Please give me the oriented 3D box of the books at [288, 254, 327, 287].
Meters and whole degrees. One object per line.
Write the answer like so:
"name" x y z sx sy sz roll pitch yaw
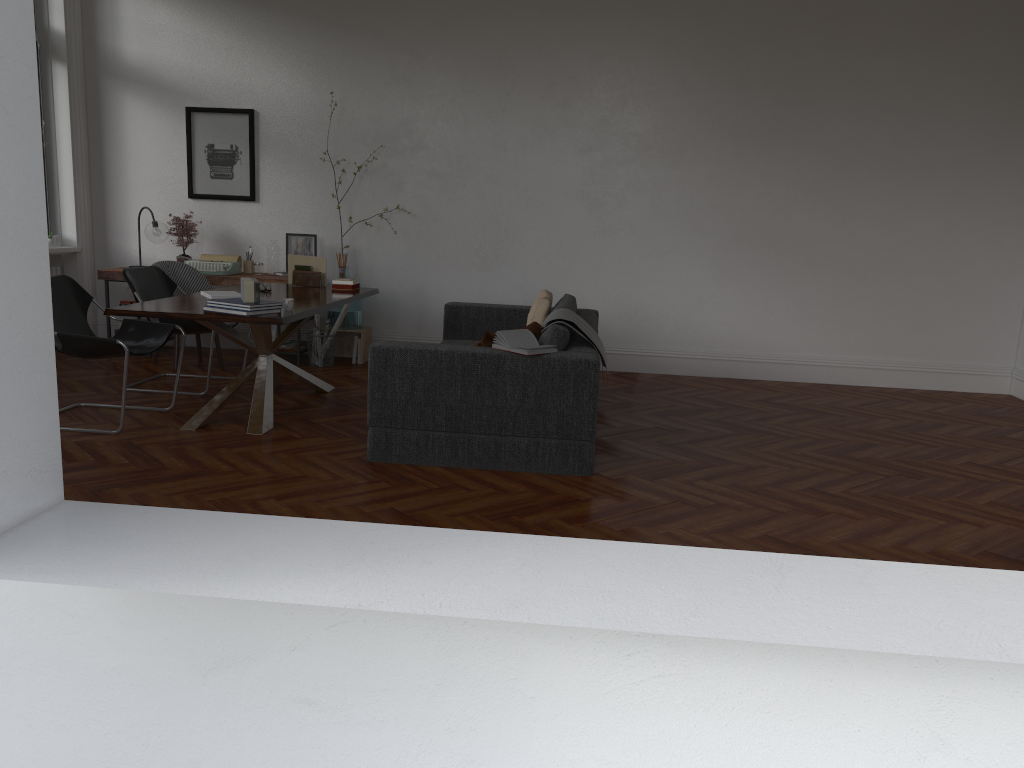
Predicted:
"books" -1.598 -0.886 6.928 0.310 0.240 0.042 3 12 4

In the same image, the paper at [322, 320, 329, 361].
"paper" -1.662 -0.368 7.850 0.026 0.390 0.125 9 13 27

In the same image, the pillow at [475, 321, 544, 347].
"pillow" -0.061 -0.157 5.073 0.329 0.398 0.469 13 15 41

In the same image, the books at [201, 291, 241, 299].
"books" -1.907 -0.587 5.857 0.231 0.026 0.324 -4 12 -30

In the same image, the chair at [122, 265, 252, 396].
"chair" -2.414 -0.415 6.590 0.745 0.876 0.749 4 11 5

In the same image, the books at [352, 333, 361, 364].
"books" -1.395 -0.319 8.018 0.054 0.259 0.187 4 11 5

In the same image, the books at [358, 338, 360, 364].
"books" -1.366 -0.304 8.010 0.012 0.233 0.169 4 11 5

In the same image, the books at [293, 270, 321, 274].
"books" -1.586 -0.813 6.852 0.221 0.125 0.028 3 12 5

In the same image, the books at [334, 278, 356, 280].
"books" -1.289 -0.812 6.843 0.128 0.008 0.158 4 11 6

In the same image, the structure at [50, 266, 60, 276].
"structure" -4.319 -0.585 7.578 0.225 0.781 1.447 4 11 5

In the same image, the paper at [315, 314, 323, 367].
"paper" -1.669 -0.376 7.663 0.033 0.481 0.073 13 16 41

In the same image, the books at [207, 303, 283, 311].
"books" -1.530 -0.449 5.074 0.344 0.017 0.249 9 12 29

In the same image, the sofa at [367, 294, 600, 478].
"sofa" -0.051 -0.137 6.033 1.262 0.832 2.634 4 11 5

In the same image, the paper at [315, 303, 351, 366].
"paper" -1.548 -0.457 7.718 0.330 0.612 0.046 0 12 -15

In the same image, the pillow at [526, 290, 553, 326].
"pillow" 0.177 -0.457 6.571 0.225 0.462 0.484 3 11 4

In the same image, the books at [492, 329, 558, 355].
"books" 0.070 -0.229 4.755 0.224 0.096 0.278 -7 15 -42

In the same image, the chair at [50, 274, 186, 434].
"chair" -2.522 -0.204 5.443 0.745 0.876 0.749 4 11 5

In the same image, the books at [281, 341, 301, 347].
"books" -2.027 -0.359 7.873 0.196 0.014 0.267 6 11 16

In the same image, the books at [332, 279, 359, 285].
"books" -1.280 -0.790 6.834 0.164 0.029 0.206 3 11 3

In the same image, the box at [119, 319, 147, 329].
"box" -3.354 -0.535 7.974 0.238 0.066 0.255 4 11 5

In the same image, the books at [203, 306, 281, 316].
"books" -1.544 -0.427 5.072 0.347 0.027 0.263 9 12 29

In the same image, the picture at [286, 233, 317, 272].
"picture" -1.918 -1.180 8.073 0.282 0.371 0.022 4 12 5

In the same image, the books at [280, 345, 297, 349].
"books" -2.028 -0.344 7.876 0.196 0.014 0.267 3 11 3

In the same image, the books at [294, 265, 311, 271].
"books" -1.623 -0.846 6.895 0.128 0.158 0.040 4 12 5

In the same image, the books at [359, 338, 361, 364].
"books" -1.352 -0.303 8.009 0.012 0.233 0.169 4 11 5

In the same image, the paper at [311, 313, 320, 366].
"paper" -1.726 -0.482 7.813 0.047 0.628 0.292 2 12 -2

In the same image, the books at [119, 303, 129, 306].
"books" -3.326 -0.710 7.902 0.251 0.023 0.208 3 11 4

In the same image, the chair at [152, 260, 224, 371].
"chair" -2.708 -0.582 7.375 0.716 0.903 0.545 2 11 -2

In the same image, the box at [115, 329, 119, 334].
"box" -3.354 -0.460 7.989 0.296 0.083 0.316 3 11 5

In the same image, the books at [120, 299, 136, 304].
"books" -3.327 -0.732 7.898 0.239 0.023 0.190 3 11 4

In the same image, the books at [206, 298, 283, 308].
"books" -1.529 -0.466 5.070 0.344 0.017 0.249 9 12 29

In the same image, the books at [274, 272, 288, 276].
"books" -2.033 -0.989 7.955 0.129 0.031 0.213 12 14 41

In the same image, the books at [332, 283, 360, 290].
"books" -1.278 -0.755 6.833 0.159 0.040 0.215 4 11 7
